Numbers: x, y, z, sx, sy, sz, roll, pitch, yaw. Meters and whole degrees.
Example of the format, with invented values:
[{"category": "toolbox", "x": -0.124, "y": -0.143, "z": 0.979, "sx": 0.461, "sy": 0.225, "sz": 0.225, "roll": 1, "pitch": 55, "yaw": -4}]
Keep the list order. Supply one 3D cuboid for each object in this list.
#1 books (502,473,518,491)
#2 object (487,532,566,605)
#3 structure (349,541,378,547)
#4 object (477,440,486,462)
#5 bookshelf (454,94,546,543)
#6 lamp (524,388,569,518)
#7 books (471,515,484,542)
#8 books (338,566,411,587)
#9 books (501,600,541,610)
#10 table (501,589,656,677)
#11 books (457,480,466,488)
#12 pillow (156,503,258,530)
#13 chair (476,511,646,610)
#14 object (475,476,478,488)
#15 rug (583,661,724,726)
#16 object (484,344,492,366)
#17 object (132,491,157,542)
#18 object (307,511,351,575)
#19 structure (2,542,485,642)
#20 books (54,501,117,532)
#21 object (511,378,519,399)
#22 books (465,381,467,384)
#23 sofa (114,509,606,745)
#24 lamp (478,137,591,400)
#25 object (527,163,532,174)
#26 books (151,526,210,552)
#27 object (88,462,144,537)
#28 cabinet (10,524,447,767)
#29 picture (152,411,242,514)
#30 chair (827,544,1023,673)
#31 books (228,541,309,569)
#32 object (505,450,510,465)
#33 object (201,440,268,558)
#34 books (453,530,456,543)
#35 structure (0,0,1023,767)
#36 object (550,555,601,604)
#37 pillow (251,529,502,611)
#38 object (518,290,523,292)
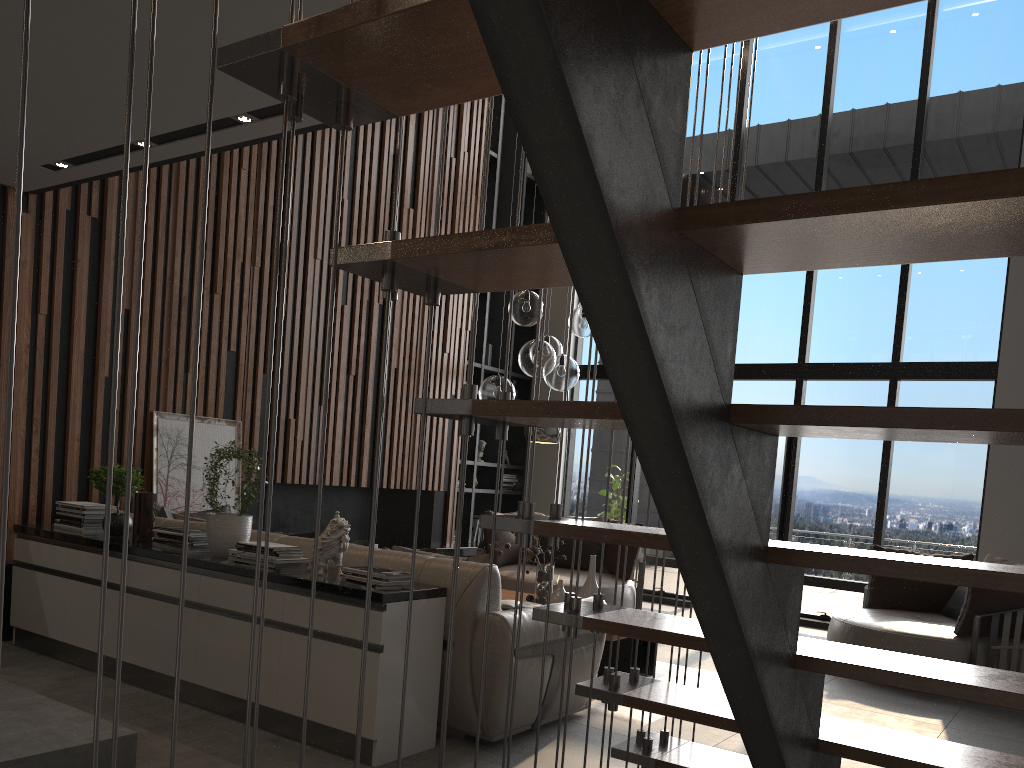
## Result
[{"category": "books", "x": -0.128, "y": 1.115, "z": 10.001, "sx": 0.216, "sy": 0.191, "sz": 0.376, "roll": 3, "pitch": -4, "yaw": 35}, {"category": "object", "x": 0.095, "y": 1.178, "z": 5.877, "sx": 0.541, "sy": 0.606, "sz": 0.316, "roll": 4, "pitch": 1, "yaw": 5}, {"category": "structure", "x": -1.559, "y": 1.458, "z": 7.860, "sx": 0.298, "sy": 0.103, "sz": 0.716, "roll": 1, "pitch": -7, "yaw": 34}, {"category": "object", "x": -0.365, "y": 0.735, "z": 9.591, "sx": 0.138, "sy": 0.246, "sz": 0.135, "roll": 4, "pitch": 1, "yaw": -15}, {"category": "bookshelf", "x": -0.247, "y": -0.928, "z": 9.496, "sx": 0.335, "sy": 5.341, "sz": 1.461, "roll": 7, "pitch": 3, "yaw": 35}, {"category": "lamp", "x": 0.385, "y": 0.911, "z": 7.973, "sx": 0.319, "sy": 2.342, "sz": 2.036, "roll": 5, "pitch": -1, "yaw": 11}, {"category": "books", "x": -0.391, "y": 1.599, "z": 9.695, "sx": 0.173, "sy": 0.288, "sz": 0.335, "roll": 5, "pitch": -1, "yaw": 35}, {"category": "books", "x": -0.573, "y": 0.820, "z": 3.722, "sx": 0.292, "sy": 0.054, "sz": 0.185, "roll": 0, "pitch": -7, "yaw": 39}, {"category": "books", "x": 0.036, "y": 1.427, "z": 5.627, "sx": 0.342, "sy": 0.039, "sz": 0.233, "roll": 3, "pitch": -6, "yaw": 12}, {"category": "table", "x": 0.217, "y": 1.655, "z": 5.801, "sx": 1.445, "sy": 0.356, "sz": 0.904, "roll": 1, "pitch": -6, "yaw": 34}, {"category": "books", "x": -0.657, "y": 1.043, "z": 9.197, "sx": 0.218, "sy": 0.078, "sz": 0.325, "roll": 1, "pitch": -7, "yaw": 34}, {"category": "pillow", "x": -1.887, "y": 1.053, "z": 5.535, "sx": 0.765, "sy": 0.548, "sz": 1.380, "roll": 6, "pitch": -5, "yaw": -25}, {"category": "chair", "x": 0.428, "y": 1.609, "z": 7.759, "sx": 1.452, "sy": 0.902, "sz": 1.476, "roll": 6, "pitch": -4, "yaw": -29}, {"category": "object", "x": -0.417, "y": 1.075, "z": 9.619, "sx": 0.100, "sy": 0.143, "sz": 0.102, "roll": 4, "pitch": 0, "yaw": -18}, {"category": "rug", "x": 0.158, "y": 1.811, "z": 5.687, "sx": 2.287, "sy": 0.020, "sz": 1.620, "roll": 0, "pitch": -7, "yaw": 34}, {"category": "object", "x": -0.285, "y": -0.301, "z": 9.539, "sx": 0.104, "sy": 0.261, "sz": 0.104, "roll": 5, "pitch": 2, "yaw": 14}, {"category": "object", "x": -1.956, "y": 0.706, "z": 4.660, "sx": 0.108, "sy": 0.269, "sz": 0.109, "roll": 6, "pitch": 2, "yaw": 40}, {"category": "object", "x": -0.816, "y": 0.706, "z": 3.895, "sx": 0.136, "sy": 0.291, "sz": 0.206, "roll": 3, "pitch": 1, "yaw": -36}, {"category": "structure", "x": -1.768, "y": 1.627, "z": 7.477, "sx": 0.663, "sy": 0.459, "sz": 6.579, "roll": 2, "pitch": -6, "yaw": 35}, {"category": "books", "x": -2.462, "y": 0.766, "z": 5.052, "sx": 0.331, "sy": 0.151, "sz": 0.201, "roll": 1, "pitch": -4, "yaw": 35}, {"category": "object", "x": 0.009, "y": 0.057, "z": 9.937, "sx": 0.059, "sy": 0.234, "sz": 0.189, "roll": 6, "pitch": 1, "yaw": 37}, {"category": "books", "x": -0.587, "y": 0.008, "z": 9.165, "sx": 0.325, "sy": 0.072, "sz": 0.176, "roll": 1, "pitch": -6, "yaw": 34}, {"category": "sofa", "x": -0.857, "y": 1.283, "z": 5.291, "sx": 3.228, "sy": 0.821, "sz": 1.889, "roll": 1, "pitch": -6, "yaw": 34}, {"category": "lamp", "x": 0.496, "y": -2.276, "z": 5.601, "sx": 1.222, "sy": 5.022, "sz": 1.232, "roll": 6, "pitch": 3, "yaw": 31}, {"category": "object", "x": 0.148, "y": -2.417, "z": 9.830, "sx": 0.083, "sy": 0.262, "sz": 0.135, "roll": 7, "pitch": 2, "yaw": 45}, {"category": "books", "x": -1.673, "y": 0.790, "z": 4.455, "sx": 0.323, "sy": 0.099, "sz": 0.206, "roll": 1, "pitch": -6, "yaw": 34}, {"category": "object", "x": -2.169, "y": 0.633, "z": 4.798, "sx": 0.272, "sy": 0.410, "sz": 0.309, "roll": 4, "pitch": 0, "yaw": -5}, {"category": "cabinet", "x": -3.441, "y": -0.471, "z": 2.166, "sx": 3.600, "sy": 3.253, "sz": 6.246, "roll": 3, "pitch": -4, "yaw": 35}, {"category": "picture", "x": -2.238, "y": 0.728, "z": 6.244, "sx": 0.100, "sy": 1.003, "sz": 0.732, "roll": 7, "pitch": 1, "yaw": 35}, {"category": "chair", "x": 3.076, "y": 1.659, "z": 6.287, "sx": 1.491, "sy": 0.902, "sz": 1.437, "roll": 7, "pitch": -5, "yaw": -39}, {"category": "books", "x": -1.137, "y": 0.797, "z": 4.085, "sx": 0.346, "sy": 0.100, "sz": 0.195, "roll": 1, "pitch": -5, "yaw": 34}, {"category": "object", "x": -0.124, "y": 0.781, "z": 10.011, "sx": 0.130, "sy": 0.282, "sz": 0.253, "roll": 5, "pitch": -1, "yaw": 27}, {"category": "object", "x": -1.368, "y": 0.558, "z": 4.261, "sx": 0.384, "sy": 0.579, "sz": 0.215, "roll": 5, "pitch": 2, "yaw": 15}, {"category": "books", "x": -0.721, "y": 1.601, "z": 9.241, "sx": 0.218, "sy": 0.127, "sz": 0.340, "roll": 2, "pitch": -5, "yaw": 34}, {"category": "structure", "x": 0.220, "y": -1.644, "z": 0.958, "sx": 1.169, "sy": 6.078, "sz": 3.610, "roll": 6, "pitch": 2, "yaw": 35}, {"category": "object", "x": 0.419, "y": 1.261, "z": 5.477, "sx": 0.321, "sy": 0.400, "sz": 0.314, "roll": 5, "pitch": -1, "yaw": -37}, {"category": "pillow", "x": -0.804, "y": 1.039, "z": 4.671, "sx": 1.931, "sy": 0.501, "sz": 0.546, "roll": 1, "pitch": -4, "yaw": 34}, {"category": "object", "x": 0.097, "y": -1.036, "z": 9.952, "sx": 0.102, "sy": 0.231, "sz": 0.101, "roll": 5, "pitch": 2, "yaw": 19}]
